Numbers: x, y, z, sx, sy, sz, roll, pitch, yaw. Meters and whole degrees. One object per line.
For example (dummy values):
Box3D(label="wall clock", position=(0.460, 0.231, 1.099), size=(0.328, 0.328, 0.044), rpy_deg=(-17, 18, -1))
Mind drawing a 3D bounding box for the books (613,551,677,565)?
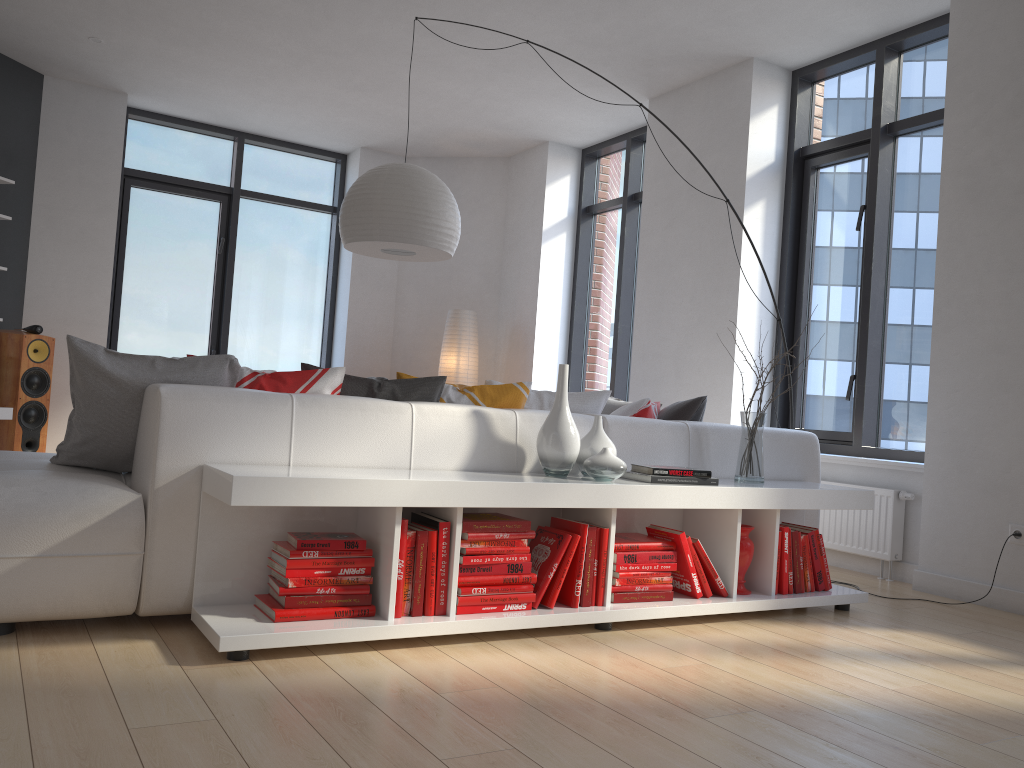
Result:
Box3D(label="books", position=(0.427, 0.617, 3.237), size=(0.279, 0.039, 0.206), rpy_deg=(5, -2, -32))

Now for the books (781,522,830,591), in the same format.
Box3D(label="books", position=(1.207, 0.712, 3.673), size=(0.116, 0.255, 0.198), rpy_deg=(5, -2, -31))

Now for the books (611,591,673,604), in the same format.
Box3D(label="books", position=(0.418, 0.753, 3.220), size=(0.259, 0.034, 0.206), rpy_deg=(5, -2, -28))

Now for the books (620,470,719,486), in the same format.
Box3D(label="books", position=(0.573, 0.349, 3.310), size=(0.300, 0.026, 0.245), rpy_deg=(5, -2, -26))

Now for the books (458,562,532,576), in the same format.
Box3D(label="books", position=(-0.109, 0.590, 2.916), size=(0.279, 0.039, 0.206), rpy_deg=(5, -2, -30))

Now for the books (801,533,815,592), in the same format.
Box3D(label="books", position=(1.150, 0.718, 3.626), size=(0.083, 0.233, 0.178), rpy_deg=(5, -2, -31))

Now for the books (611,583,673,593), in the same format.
Box3D(label="books", position=(0.416, 0.722, 3.209), size=(0.266, 0.026, 0.187), rpy_deg=(5, -2, -25))

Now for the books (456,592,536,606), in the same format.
Box3D(label="books", position=(-0.091, 0.681, 2.881), size=(0.282, 0.030, 0.188), rpy_deg=(5, -2, -30))

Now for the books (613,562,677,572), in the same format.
Box3D(label="books", position=(0.435, 0.650, 3.223), size=(0.261, 0.027, 0.191), rpy_deg=(5, -2, -27))

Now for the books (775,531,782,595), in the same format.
Box3D(label="books", position=(0.993, 0.694, 3.518), size=(0.026, 0.250, 0.168), rpy_deg=(5, -2, -31))

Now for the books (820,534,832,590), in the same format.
Box3D(label="books", position=(1.234, 0.727, 3.691), size=(0.103, 0.230, 0.173), rpy_deg=(5, -2, -31))

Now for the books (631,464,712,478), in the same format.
Box3D(label="books", position=(0.587, 0.323, 3.289), size=(0.238, 0.027, 0.188), rpy_deg=(5, -2, -17))

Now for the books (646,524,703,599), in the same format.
Box3D(label="books", position=(0.605, 0.662, 3.317), size=(0.134, 0.248, 0.192), rpy_deg=(5, -2, -31))

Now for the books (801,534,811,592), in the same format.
Box3D(label="books", position=(1.131, 0.717, 3.611), size=(0.081, 0.230, 0.165), rpy_deg=(5, -2, -31))

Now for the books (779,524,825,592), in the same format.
Box3D(label="books", position=(1.181, 0.713, 3.653), size=(0.119, 0.249, 0.187), rpy_deg=(5, -2, -31))

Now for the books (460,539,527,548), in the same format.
Box3D(label="books", position=(-0.107, 0.508, 2.902), size=(0.257, 0.025, 0.182), rpy_deg=(5, -2, -31))

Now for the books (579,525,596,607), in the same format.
Box3D(label="books", position=(0.206, 0.616, 3.080), size=(0.038, 0.270, 0.215), rpy_deg=(5, -2, -31))

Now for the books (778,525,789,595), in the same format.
Box3D(label="books", position=(1.021, 0.688, 3.543), size=(0.050, 0.268, 0.198), rpy_deg=(5, -2, -31))

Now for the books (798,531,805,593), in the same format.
Box3D(label="books", position=(1.104, 0.708, 3.588), size=(0.066, 0.247, 0.175), rpy_deg=(5, -2, -31))

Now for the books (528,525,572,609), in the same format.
Box3D(label="books", position=(0.088, 0.616, 2.999), size=(0.144, 0.247, 0.188), rpy_deg=(5, -2, -31))

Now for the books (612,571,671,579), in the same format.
Box3D(label="books", position=(0.428, 0.674, 3.214), size=(0.236, 0.023, 0.178), rpy_deg=(5, -2, -31))

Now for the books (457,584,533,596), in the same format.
Box3D(label="books", position=(-0.092, 0.654, 2.884), size=(0.266, 0.026, 0.187), rpy_deg=(5, -2, -31))

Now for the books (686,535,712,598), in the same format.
Box3D(label="books", position=(0.649, 0.674, 3.335), size=(0.148, 0.232, 0.171), rpy_deg=(5, -2, -29))

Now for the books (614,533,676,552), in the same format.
Box3D(label="books", position=(0.412, 0.581, 3.256), size=(0.301, 0.032, 0.227), rpy_deg=(5, -2, -31))

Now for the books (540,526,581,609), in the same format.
Box3D(label="books", position=(0.127, 0.619, 3.014), size=(0.115, 0.245, 0.192), rpy_deg=(5, -2, -31))

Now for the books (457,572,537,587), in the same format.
Box3D(label="books", position=(-0.105, 0.626, 2.918), size=(0.301, 0.032, 0.227), rpy_deg=(5, -2, -31))

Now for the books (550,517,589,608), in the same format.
Box3D(label="books", position=(0.182, 0.609, 3.047), size=(0.046, 0.282, 0.199), rpy_deg=(5, -2, -31))

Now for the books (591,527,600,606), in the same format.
Box3D(label="books", position=(0.237, 0.621, 3.088), size=(0.028, 0.266, 0.188), rpy_deg=(5, -2, -31))

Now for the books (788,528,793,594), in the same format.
Box3D(label="books", position=(1.048, 0.695, 3.557), size=(0.056, 0.262, 0.185), rpy_deg=(5, -2, -31))

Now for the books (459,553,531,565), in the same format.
Box3D(label="books", position=(-0.100, 0.557, 2.902), size=(0.261, 0.027, 0.191), rpy_deg=(5, -2, -35))

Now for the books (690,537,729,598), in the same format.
Box3D(label="books", position=(0.696, 0.684, 3.363), size=(0.186, 0.223, 0.188), rpy_deg=(5, -2, -30))

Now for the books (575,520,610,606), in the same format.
Box3D(label="books", position=(0.268, 0.621, 3.089), size=(0.028, 0.269, 0.181), rpy_deg=(5, -2, -31))

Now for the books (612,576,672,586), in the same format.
Box3D(label="books", position=(0.424, 0.698, 3.221), size=(0.257, 0.025, 0.182), rpy_deg=(5, -2, -31))

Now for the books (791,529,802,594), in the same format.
Box3D(label="books", position=(1.074, 0.702, 3.583), size=(0.076, 0.252, 0.199), rpy_deg=(5, -2, -31))

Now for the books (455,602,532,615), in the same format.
Box3D(label="books", position=(-0.104, 0.709, 2.893), size=(0.274, 0.029, 0.200), rpy_deg=(5, -2, -31))
